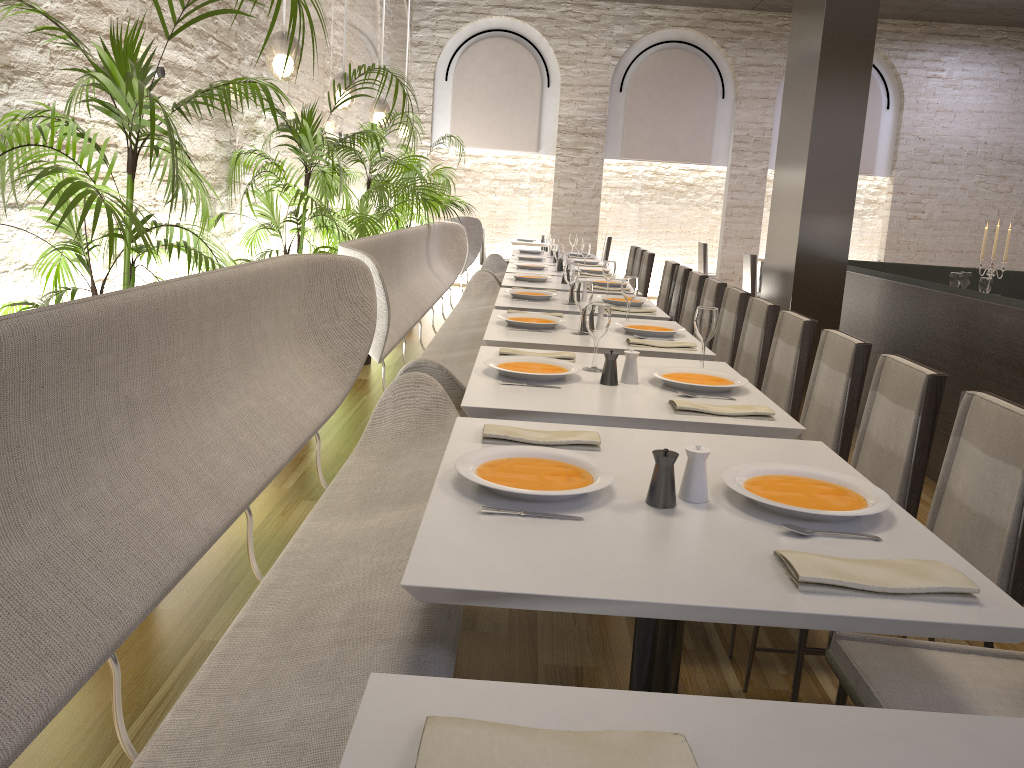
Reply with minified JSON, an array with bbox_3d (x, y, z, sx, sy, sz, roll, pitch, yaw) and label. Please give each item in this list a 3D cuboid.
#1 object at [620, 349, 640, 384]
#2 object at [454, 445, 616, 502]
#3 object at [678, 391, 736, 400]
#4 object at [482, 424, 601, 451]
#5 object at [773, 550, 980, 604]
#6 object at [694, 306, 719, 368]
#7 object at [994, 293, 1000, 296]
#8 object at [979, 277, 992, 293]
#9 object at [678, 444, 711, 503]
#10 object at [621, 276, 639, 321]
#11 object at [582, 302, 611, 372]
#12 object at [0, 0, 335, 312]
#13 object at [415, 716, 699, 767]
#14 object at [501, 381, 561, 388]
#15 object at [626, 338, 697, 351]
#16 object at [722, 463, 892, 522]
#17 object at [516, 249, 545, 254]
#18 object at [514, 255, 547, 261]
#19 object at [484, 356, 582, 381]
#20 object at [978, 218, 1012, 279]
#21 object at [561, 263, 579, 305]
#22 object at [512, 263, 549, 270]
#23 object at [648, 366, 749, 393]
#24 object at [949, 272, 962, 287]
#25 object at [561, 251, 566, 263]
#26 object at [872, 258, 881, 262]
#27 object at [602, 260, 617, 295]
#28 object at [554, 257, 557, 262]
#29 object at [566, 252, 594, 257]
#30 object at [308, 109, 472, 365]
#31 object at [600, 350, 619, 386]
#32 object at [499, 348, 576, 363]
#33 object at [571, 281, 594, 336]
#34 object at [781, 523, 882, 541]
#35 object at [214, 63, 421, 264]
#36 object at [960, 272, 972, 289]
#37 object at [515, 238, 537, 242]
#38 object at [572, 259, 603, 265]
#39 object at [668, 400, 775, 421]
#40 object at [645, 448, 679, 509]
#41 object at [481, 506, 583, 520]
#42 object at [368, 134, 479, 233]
[{"bbox_3d":[0.383,-0.059,2.857,0.059,0.109,0.060,5,10,9],"label":"object"},{"bbox_3d":[0.045,0.185,1.770,0.322,0.036,0.324,-1,13,-21],"label":"object"},{"bbox_3d":[0.594,0.035,2.702,0.181,0.015,0.038,4,11,2],"label":"object"},{"bbox_3d":[0.069,0.123,2.109,0.273,0.033,0.144,4,12,0],"label":"object"},{"bbox_3d":[0.572,0.301,1.410,0.273,0.033,0.144,4,12,0],"label":"object"},{"bbox_3d":[0.679,-0.155,3.124,0.087,0.229,0.086,13,13,42],"label":"object"},{"bbox_3d":[3.505,-0.597,6.428,0.069,0.126,0.069,13,13,42],"label":"object"},{"bbox_3d":[3.380,-0.646,6.345,0.086,0.229,0.087,11,12,36],"label":"object"},{"bbox_3d":[0.361,0.172,1.740,0.059,0.109,0.060,2,10,-8],"label":"object"},{"bbox_3d":[0.568,-0.406,4.298,0.086,0.229,0.086,5,10,6],"label":"object"},{"bbox_3d":[0.289,-0.160,3.025,0.087,0.229,0.086,13,13,42],"label":"object"},{"bbox_3d":[-1.167,-0.288,2.682,1.148,1.961,1.193,10,12,31],"label":"object"},{"bbox_3d":[0.045,0.377,0.874,0.273,0.033,0.144,4,12,0],"label":"object"},{"bbox_3d":[0.058,0.001,2.709,0.185,0.010,0.017,4,11,1],"label":"object"},{"bbox_3d":[0.617,-0.166,3.676,0.273,0.033,0.144,4,12,0],"label":"object"},{"bbox_3d":[0.581,0.221,1.764,0.322,0.036,0.324,-1,13,-21],"label":"object"},{"bbox_3d":[0.200,-1.440,9.655,0.323,0.036,0.323,13,15,37],"label":"object"},{"bbox_3d":[0.178,-1.208,8.530,0.323,0.036,0.323,13,15,37],"label":"object"},{"bbox_3d":[0.067,-0.046,2.889,0.323,0.036,0.322,12,14,35],"label":"object"},{"bbox_3d":[3.532,-0.888,6.514,0.132,0.652,0.392,6,10,11],"label":"object"},{"bbox_3d":[0.328,-0.562,4.973,0.087,0.229,0.086,13,13,42],"label":"object"},{"bbox_3d":[0.157,-0.984,7.442,0.323,0.036,0.323,13,15,37],"label":"object"},{"bbox_3d":[0.603,-0.009,2.882,0.323,0.036,0.322,12,14,35],"label":"object"},{"bbox_3d":[3.389,-0.738,6.793,0.086,0.229,0.087,11,12,36],"label":"object"},{"bbox_3d":[0.494,-1.221,8.499,0.059,0.109,0.059,11,12,35],"label":"object"},{"bbox_3d":[3.480,-1.085,8.493,0.087,0.229,0.086,9,11,30],"label":"object"},{"bbox_3d":[0.591,-0.637,5.418,0.087,0.229,0.086,13,13,42],"label":"object"},{"bbox_3d":[0.423,-1.216,8.454,0.059,0.109,0.059,11,12,35],"label":"object"},{"bbox_3d":[0.737,-1.403,9.648,0.323,0.036,0.323,13,15,37],"label":"object"},{"bbox_3d":[-1.089,-1.126,6.749,1.193,1.961,1.148,12,13,40],"label":"object"},{"bbox_3d":[0.312,-0.054,2.813,0.059,0.109,0.060,5,10,9],"label":"object"},{"bbox_3d":[0.091,-0.107,3.227,0.273,0.033,0.144,4,12,0],"label":"object"},{"bbox_3d":[0.305,-0.331,3.852,0.086,0.229,0.086,-5,13,-41],"label":"object"},{"bbox_3d":[0.572,0.266,1.584,0.181,0.015,0.038,4,11,2],"label":"object"},{"bbox_3d":[-1.126,-0.717,4.765,1.148,1.961,1.193,10,12,31],"label":"object"},{"bbox_3d":[3.559,-0.765,6.976,0.086,0.229,0.086,-2,11,-29],"label":"object"},{"bbox_3d":[0.189,-2.028,12.488,0.323,0.036,0.322,12,14,35],"label":"object"},{"bbox_3d":[0.714,-1.172,8.523,0.323,0.036,0.323,13,15,37],"label":"object"},{"bbox_3d":[0.594,0.071,2.528,0.273,0.033,0.144,4,12,0],"label":"object"},{"bbox_3d":[0.290,0.176,1.695,0.059,0.109,0.060,2,10,-8],"label":"object"},{"bbox_3d":[0.036,0.232,1.591,0.185,0.010,0.017,4,11,1],"label":"object"},{"bbox_3d":[-1.025,-1.626,9.179,1.145,1.961,1.197,0,11,-19],"label":"object"}]
